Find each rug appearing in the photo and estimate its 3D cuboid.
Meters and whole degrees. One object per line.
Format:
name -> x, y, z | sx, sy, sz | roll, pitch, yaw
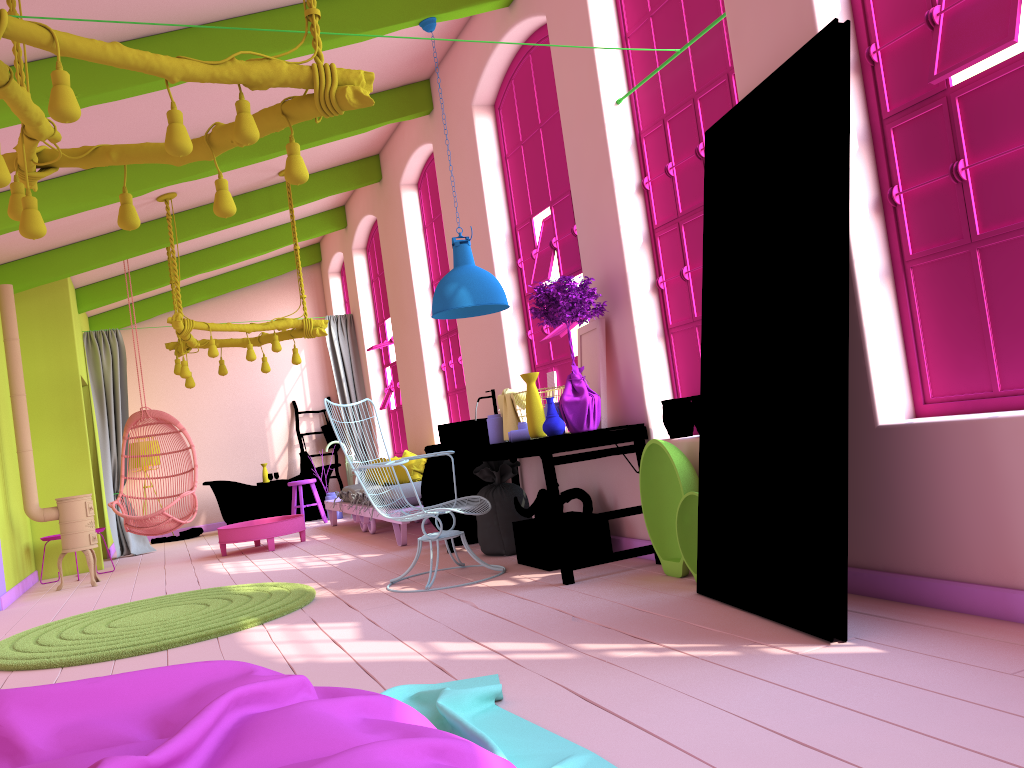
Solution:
rug -> -2.180, 1.455, 5.469 | 1.887, 0.050, 1.891 | -6, -3, -34

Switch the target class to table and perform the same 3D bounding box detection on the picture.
table -> -4.380, 1.719, 8.906 | 0.596, 0.458, 0.596 | -9, -3, 16
table -> 0.141, 0.764, 5.995 | 0.655, 0.820, 2.194 | -7, -3, -22
table -> -2.596, 1.575, 9.242 | 0.885, 0.285, 0.886 | -8, -3, 4

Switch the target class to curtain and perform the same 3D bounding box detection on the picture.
curtain -> -2.087, 0.409, 11.823 | 0.518, 2.784, 0.525 | -8, -2, -3
curtain -> -4.803, 0.680, 10.737 | 0.518, 2.784, 0.525 | -6, -3, -41

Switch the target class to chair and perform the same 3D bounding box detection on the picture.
chair -> -0.578, 0.643, 5.682 | 0.925, 1.238, 1.078 | -8, -2, 13
chair -> -3.875, 0.025, 9.261 | 0.860, 3.128, 0.806 | -8, -2, -2
chair -> -2.684, 1.540, 11.428 | 0.447, 0.593, 0.472 | -10, -3, 37

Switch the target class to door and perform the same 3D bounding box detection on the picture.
door -> 1.050, -0.170, 3.700 | 0.450, 2.210, 1.154 | -8, -2, -12

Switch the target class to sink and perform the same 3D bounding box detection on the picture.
sink -> -0.320, 0.360, 6.551 | 0.340, 0.194, 0.610 | -7, -3, -22

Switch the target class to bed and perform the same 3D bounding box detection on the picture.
bed -> -0.749, 0.815, 1.176 | 2.801, 0.513, 3.580 | -7, -3, -22

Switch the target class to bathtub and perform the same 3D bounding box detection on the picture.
bathtub -> -3.286, 1.595, 12.380 | 1.888, 0.739, 0.827 | -7, -3, -22

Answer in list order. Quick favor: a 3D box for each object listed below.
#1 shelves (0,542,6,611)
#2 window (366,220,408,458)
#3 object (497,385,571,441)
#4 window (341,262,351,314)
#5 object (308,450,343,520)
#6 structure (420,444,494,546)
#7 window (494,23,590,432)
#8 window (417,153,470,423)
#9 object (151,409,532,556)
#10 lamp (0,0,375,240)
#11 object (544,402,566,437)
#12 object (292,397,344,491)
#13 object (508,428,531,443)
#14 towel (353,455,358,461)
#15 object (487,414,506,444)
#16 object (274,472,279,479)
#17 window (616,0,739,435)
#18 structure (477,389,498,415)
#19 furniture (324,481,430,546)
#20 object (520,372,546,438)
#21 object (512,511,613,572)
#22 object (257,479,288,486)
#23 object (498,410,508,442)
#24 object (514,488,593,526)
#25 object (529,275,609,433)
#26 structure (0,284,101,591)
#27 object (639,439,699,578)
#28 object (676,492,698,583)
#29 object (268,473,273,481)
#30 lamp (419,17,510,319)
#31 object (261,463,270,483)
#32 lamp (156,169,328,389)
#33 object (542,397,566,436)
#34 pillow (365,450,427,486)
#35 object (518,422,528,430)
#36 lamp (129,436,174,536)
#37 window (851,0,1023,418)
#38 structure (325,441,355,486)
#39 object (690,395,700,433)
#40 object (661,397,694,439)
shelves -> -5.226, 0.424, 6.987 | 1.840, 3.103, 0.385 | -7, -2, -22
window -> -1.481, -0.579, 11.069 | 0.551, 3.008, 1.515 | -7, -2, -22
object -> 0.141, 0.187, 6.021 | 0.444, 0.369, 0.634 | -7, -3, -22
window -> -2.180, -0.406, 12.839 | 0.072, 3.046, 1.276 | -7, -2, -22
object -> -2.468, 1.330, 11.902 | 0.452, 0.987, 0.277 | -9, -2, 22
structure -> -0.410, 0.899, 7.395 | 0.718, 0.844, 0.717 | -10, -3, 35
window -> 0.317, -1.053, 6.515 | 0.492, 3.002, 1.498 | -7, -2, -22
window -> -0.587, -0.824, 8.794 | 0.072, 3.046, 1.276 | -7, -2, -22
object -> -2.542, 0.929, 9.515 | 2.825, 1.579, 7.872 | -7, -3, -21
lamp -> -1.780, -1.754, 3.846 | 1.609, 2.263, 1.777 | -6, -3, -40
object -> 0.258, 0.213, 5.369 | 0.109, 0.197, 0.109 | -9, -2, 15
object -> -2.894, 1.081, 13.373 | 0.603, 1.764, 0.410 | -7, -2, -22
object -> 0.046, 0.331, 5.682 | 0.137, 0.076, 0.076 | -8, -2, -2
towel -> -2.183, 1.068, 12.977 | 0.262, 0.102, 0.248 | -7, -3, -21
object -> -0.110, 0.309, 6.103 | 0.109, 0.197, 0.109 | -7, -3, -30
object -> -3.281, 1.319, 12.373 | 0.069, 0.170, 0.069 | -8, -2, -2
window -> 1.012, -1.245, 4.734 | 0.072, 3.046, 1.276 | -7, -2, -22
structure -> -0.172, 0.244, 6.647 | 0.166, 0.396, 0.087 | -7, -2, -13
furniture -> -1.317, 1.294, 9.462 | 0.907, 0.507, 3.779 | -7, -3, -22
object -> 0.130, 0.127, 5.251 | 0.116, 0.382, 0.116 | -10, -3, 42
object -> 0.317, 0.999, 5.695 | 0.446, 0.277, 0.522 | -7, -3, -22
object -> -3.346, 1.389, 12.376 | 0.360, 0.068, 1.324 | -7, -3, -22
object -> -0.047, 0.291, 6.413 | 0.165, 0.250, 0.411 | -9, -3, 13
object -> 0.281, 0.917, 5.845 | 0.673, 0.448, 0.300 | -10, -3, 44
object -> 0.358, -0.183, 5.311 | 0.503, 0.950, 0.441 | -9, -3, 28
structure -> -4.215, 0.474, 8.180 | 0.577, 2.813, 0.403 | -8, -2, -5
object -> 0.895, 0.642, 4.718 | 0.218, 0.733, 0.451 | -7, -2, -22
object -> 0.966, 0.752, 4.382 | 0.137, 0.462, 0.284 | -6, -3, -37
object -> -3.313, 1.314, 12.184 | 0.069, 0.170, 0.069 | -8, -2, -2
lamp -> -0.414, -1.468, 5.948 | 0.529, 2.001, 0.529 | -8, -2, 10
object -> -3.426, 1.263, 12.322 | 0.097, 0.320, 0.097 | -8, -2, -11
lamp -> -3.094, -1.110, 9.253 | 1.609, 2.263, 1.777 | -6, -3, -40
object -> 0.232, 0.186, 5.072 | 0.132, 0.219, 0.132 | -8, -2, -5
pillow -> -1.243, 0.924, 9.614 | 0.577, 0.399, 1.999 | -7, -3, -22
object -> 0.075, 0.306, 5.768 | 0.065, 0.118, 0.065 | -9, -3, 27
lamp -> -5.101, 1.462, 12.354 | 0.491, 1.466, 0.476 | -8, -2, 8
window -> 1.722, -1.420, 2.970 | 0.214, 3.008, 1.515 | -7, -2, -22
structure -> -2.380, 1.330, 12.740 | 0.452, 1.061, 0.254 | -9, -2, 22
object -> 1.054, 0.164, 4.753 | 0.182, 0.222, 0.183 | -6, -3, -39
object -> 0.946, 0.192, 5.029 | 0.182, 0.222, 0.182 | -6, -3, -44
